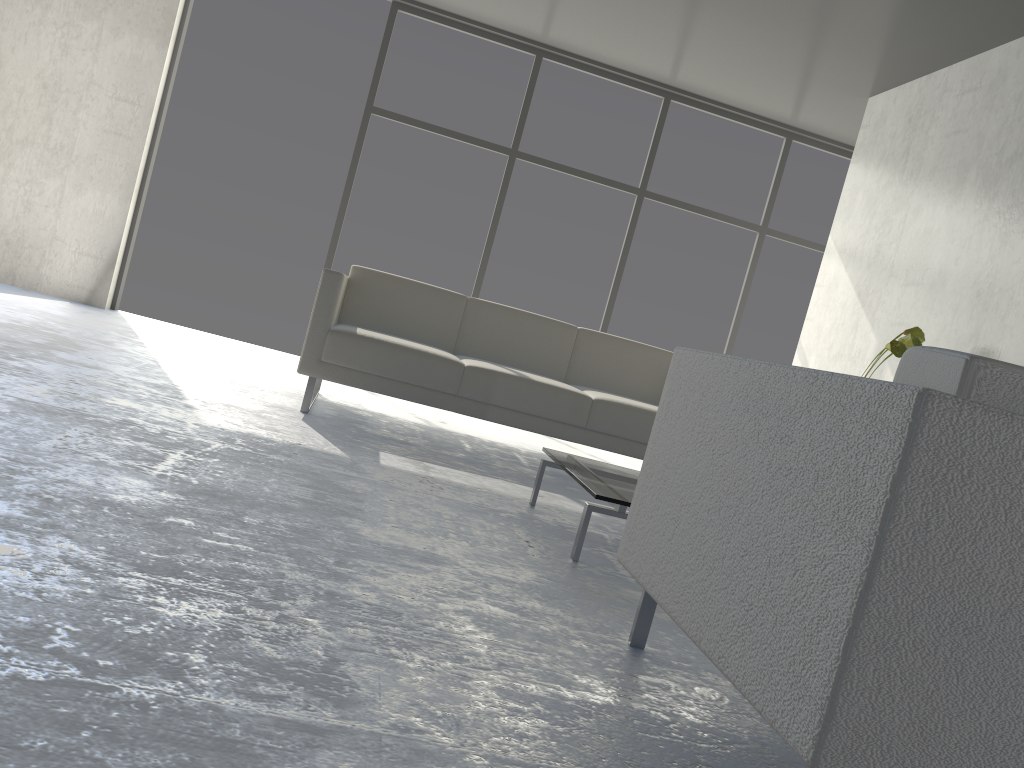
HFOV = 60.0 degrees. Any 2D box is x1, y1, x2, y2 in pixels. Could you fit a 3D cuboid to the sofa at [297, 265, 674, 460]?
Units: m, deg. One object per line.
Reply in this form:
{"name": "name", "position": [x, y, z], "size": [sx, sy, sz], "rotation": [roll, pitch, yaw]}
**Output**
{"name": "sofa", "position": [0.009, -0.021, 4.128], "size": [1.881, 0.658, 0.821], "rotation": [15, 3, -10]}

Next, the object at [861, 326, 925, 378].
{"name": "object", "position": [1.540, 0.201, 3.994], "size": [0.387, 1.051, 0.400], "rotation": [16, 3, 18]}

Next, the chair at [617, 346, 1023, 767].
{"name": "chair", "position": [0.664, 0.309, 1.427], "size": [0.748, 0.662, 0.821], "rotation": [15, 3, -10]}

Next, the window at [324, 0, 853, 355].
{"name": "window", "position": [0.819, -0.872, 6.374], "size": [4.080, 2.477, 0.037], "rotation": [15, 3, -10]}

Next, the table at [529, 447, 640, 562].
{"name": "table", "position": [0.502, 0.436, 2.718], "size": [0.773, 0.190, 0.730], "rotation": [15, 3, -10]}
